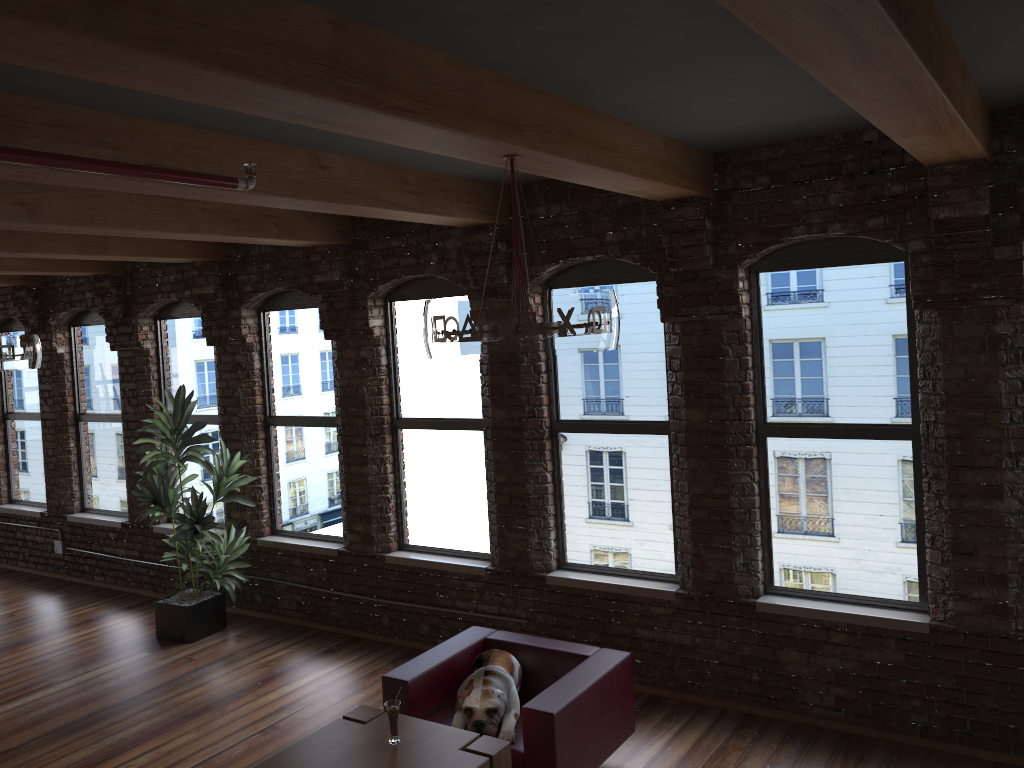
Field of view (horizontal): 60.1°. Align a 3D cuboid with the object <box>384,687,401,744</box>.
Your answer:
[{"bbox_3d":[-0.536,1.528,4.070,0.095,0.232,0.076,-4,2,-24],"label":"object"}]

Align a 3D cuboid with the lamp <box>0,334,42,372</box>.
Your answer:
[{"bbox_3d":[-3.689,-0.487,6.051,0.810,0.814,0.810,-4,3,-14],"label":"lamp"}]

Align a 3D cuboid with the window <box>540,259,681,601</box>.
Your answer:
[{"bbox_3d":[0.639,0.263,5.946,0.967,2.213,0.236,-2,2,33],"label":"window"}]

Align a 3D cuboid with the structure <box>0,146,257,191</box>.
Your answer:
[{"bbox_3d":[-2.854,-0.513,0.634,0.051,0.112,6.825,-2,4,33],"label":"structure"}]

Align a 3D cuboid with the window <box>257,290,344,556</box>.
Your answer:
[{"bbox_3d":[-1.820,0.293,7.541,0.967,2.213,0.236,-2,2,33],"label":"window"}]

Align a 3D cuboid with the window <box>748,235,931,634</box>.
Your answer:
[{"bbox_3d":[1.868,0.248,5.149,0.967,2.213,0.236,-2,2,33],"label":"window"}]

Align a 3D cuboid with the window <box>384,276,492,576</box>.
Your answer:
[{"bbox_3d":[-0.591,0.278,6.744,0.967,2.213,0.236,-2,2,33],"label":"window"}]

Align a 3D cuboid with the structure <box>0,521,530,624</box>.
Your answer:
[{"bbox_3d":[-5.680,1.649,9.951,13.695,0.313,1.638,-1,4,26],"label":"structure"}]

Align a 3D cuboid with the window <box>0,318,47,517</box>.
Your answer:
[{"bbox_3d":[-5.511,0.337,9.936,0.967,2.213,0.237,-2,2,33],"label":"window"}]

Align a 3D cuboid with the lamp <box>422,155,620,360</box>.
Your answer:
[{"bbox_3d":[0.022,-0.532,3.644,0.810,0.814,0.810,-4,3,-16],"label":"lamp"}]

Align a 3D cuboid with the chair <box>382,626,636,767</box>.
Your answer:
[{"bbox_3d":[-0.004,1.814,4.821,1.070,0.592,0.868,-1,4,33],"label":"chair"}]

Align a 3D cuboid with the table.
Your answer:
[{"bbox_3d":[-0.841,1.973,3.531,0.899,0.549,1.755,-1,4,33],"label":"table"}]

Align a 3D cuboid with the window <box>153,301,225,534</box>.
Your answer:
[{"bbox_3d":[-3.050,0.308,8.339,0.967,2.213,0.236,-2,2,33],"label":"window"}]

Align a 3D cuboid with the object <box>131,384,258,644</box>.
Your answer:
[{"bbox_3d":[-2.726,1.037,7.454,0.968,2.101,1.079,-5,2,-44],"label":"object"}]

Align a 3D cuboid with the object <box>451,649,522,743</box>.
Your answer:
[{"bbox_3d":[-0.134,1.649,4.748,0.364,0.296,0.756,-3,4,5],"label":"object"}]

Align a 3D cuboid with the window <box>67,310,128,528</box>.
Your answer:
[{"bbox_3d":[-4.281,0.323,9.136,0.967,2.213,0.232,-2,2,33],"label":"window"}]
